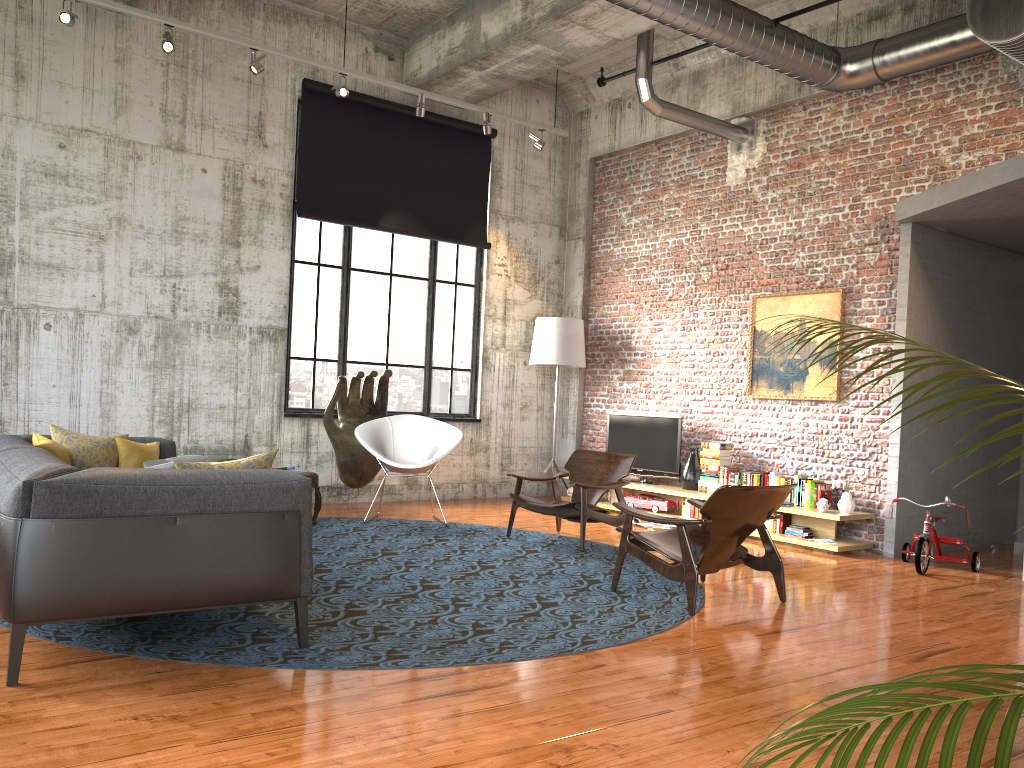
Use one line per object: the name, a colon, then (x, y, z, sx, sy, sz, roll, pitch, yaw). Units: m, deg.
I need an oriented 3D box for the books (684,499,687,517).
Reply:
books: (1.888, 1.314, 9.407, 0.140, 0.194, 0.023, 3, 1, -36)

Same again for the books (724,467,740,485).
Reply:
books: (2.260, 1.004, 9.134, 0.198, 0.284, 0.040, 3, 1, -36)

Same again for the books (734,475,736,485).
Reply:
books: (2.324, 1.036, 9.021, 0.161, 0.223, 0.027, 3, 1, -36)

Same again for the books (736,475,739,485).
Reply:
books: (2.333, 1.036, 8.995, 0.161, 0.223, 0.026, 3, 1, -36)

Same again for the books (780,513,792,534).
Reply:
books: (2.610, 1.330, 8.448, 0.138, 0.191, 0.026, 3, 1, -36)

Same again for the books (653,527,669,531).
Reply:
books: (1.475, 1.415, 8.660, 0.189, 0.022, 0.133, 2, -1, 15)

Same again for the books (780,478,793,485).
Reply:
books: (2.673, 1.037, 8.614, 0.171, 0.246, 0.057, 3, 1, -37)

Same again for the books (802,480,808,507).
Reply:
books: (2.816, 1.039, 8.420, 0.160, 0.250, 0.026, 3, 1, -37)

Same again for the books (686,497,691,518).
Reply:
books: (1.921, 1.289, 9.379, 0.171, 0.246, 0.057, 3, 1, -36)

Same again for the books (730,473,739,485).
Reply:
books: (2.300, 1.027, 9.048, 0.175, 0.240, 0.045, 3, 1, -36)

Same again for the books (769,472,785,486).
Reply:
books: (2.604, 1.014, 8.713, 0.176, 0.291, 0.053, 2, 1, -37)

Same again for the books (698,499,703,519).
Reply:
books: (2.013, 1.307, 9.244, 0.148, 0.213, 0.049, 3, 1, -36)

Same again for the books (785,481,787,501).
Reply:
books: (2.696, 1.049, 8.580, 0.161, 0.223, 0.027, 3, 1, -37)

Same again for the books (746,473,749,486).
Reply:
books: (2.417, 1.024, 8.904, 0.160, 0.251, 0.032, 3, 1, -36)

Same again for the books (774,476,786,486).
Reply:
books: (2.628, 1.033, 8.678, 0.183, 0.253, 0.034, 3, 1, -37)

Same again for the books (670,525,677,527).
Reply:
books: (1.768, 1.419, 8.847, 0.237, 0.028, 0.299, 4, -1, -38)

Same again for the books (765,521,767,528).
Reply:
books: (2.498, 1.331, 8.602, 0.129, 0.186, 0.043, 3, 1, -36)

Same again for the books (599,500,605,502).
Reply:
books: (0.989, 1.381, 10.520, 0.211, 0.020, 0.162, 2, -1, 21)

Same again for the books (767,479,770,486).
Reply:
books: (2.571, 1.046, 8.740, 0.161, 0.223, 0.026, 3, 1, -37)

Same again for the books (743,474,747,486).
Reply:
books: (2.396, 1.026, 8.929, 0.171, 0.246, 0.032, 3, 1, -36)

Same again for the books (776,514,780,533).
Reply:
books: (2.588, 1.335, 8.493, 0.132, 0.181, 0.034, 3, 1, -36)

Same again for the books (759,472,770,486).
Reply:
books: (2.544, 1.016, 8.807, 0.198, 0.284, 0.066, 3, 1, -37)

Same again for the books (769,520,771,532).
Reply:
books: (2.536, 1.329, 8.553, 0.138, 0.191, 0.026, 3, 1, -36)

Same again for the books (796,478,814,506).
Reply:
books: (2.794, 1.034, 8.456, 0.180, 0.259, 0.060, 3, 1, -37)

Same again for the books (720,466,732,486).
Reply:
books: (2.221, 1.000, 9.158, 0.176, 0.291, 0.044, 2, 1, -36)

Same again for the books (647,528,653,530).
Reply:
books: (1.465, 1.454, 8.869, 0.189, 0.012, 0.133, 4, -1, -39)

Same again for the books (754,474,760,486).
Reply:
books: (2.476, 1.024, 8.819, 0.183, 0.254, 0.034, 3, 1, -36)

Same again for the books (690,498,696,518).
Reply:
books: (1.950, 1.287, 9.334, 0.153, 0.252, 0.046, 2, 1, -36)

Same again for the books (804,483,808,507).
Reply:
books: (2.832, 1.053, 8.400, 0.161, 0.223, 0.027, 3, 1, -37)

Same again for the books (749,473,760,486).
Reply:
books: (2.439, 1.021, 8.879, 0.180, 0.259, 0.034, 3, 1, -36)

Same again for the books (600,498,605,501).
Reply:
books: (0.990, 1.361, 10.511, 0.166, 0.021, 0.211, 2, -1, 29)

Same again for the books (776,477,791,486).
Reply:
books: (2.644, 1.033, 8.649, 0.183, 0.253, 0.034, 3, 1, -37)

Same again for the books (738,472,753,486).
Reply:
books: (2.363, 1.022, 8.979, 0.183, 0.254, 0.034, 3, 1, -36)

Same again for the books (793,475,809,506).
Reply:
books: (2.768, 1.018, 8.495, 0.176, 0.291, 0.036, 2, 1, -37)

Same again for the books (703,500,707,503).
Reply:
books: (2.036, 1.306, 9.216, 0.139, 0.217, 0.022, 3, 1, -36)

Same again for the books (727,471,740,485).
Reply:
books: (2.272, 1.021, 9.103, 0.160, 0.251, 0.026, 3, 1, -36)

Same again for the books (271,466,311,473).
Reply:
books: (-2.029, 0.790, 8.139, 0.228, 0.043, 0.300, 2, -1, 28)

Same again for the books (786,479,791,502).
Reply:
books: (2.724, 1.042, 8.556, 0.175, 0.240, 0.045, 3, 1, -37)

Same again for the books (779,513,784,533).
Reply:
books: (2.598, 1.331, 8.468, 0.121, 0.189, 0.019, 3, 1, -36)

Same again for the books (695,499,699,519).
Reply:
books: (1.984, 1.309, 9.278, 0.151, 0.208, 0.039, 3, 1, -36)

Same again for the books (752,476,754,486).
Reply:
books: (2.468, 1.036, 8.857, 0.168, 0.231, 0.037, 3, 1, -36)

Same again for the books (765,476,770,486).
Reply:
books: (2.559, 1.032, 8.761, 0.160, 0.250, 0.026, 3, 1, -37)

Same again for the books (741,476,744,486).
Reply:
books: (2.379, 1.037, 8.954, 0.161, 0.223, 0.027, 3, 1, -36)

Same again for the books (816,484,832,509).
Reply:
books: (2.920, 1.051, 8.296, 0.168, 0.231, 0.037, 3, 1, -37)

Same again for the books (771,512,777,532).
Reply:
books: (2.549, 1.329, 8.531, 0.138, 0.191, 0.026, 3, 1, -36)

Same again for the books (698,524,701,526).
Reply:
books: (1.748, 1.390, 8.818, 0.262, 0.028, 0.320, 3, -1, -26)

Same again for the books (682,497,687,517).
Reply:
books: (1.873, 1.302, 9.423, 0.139, 0.217, 0.022, 3, 1, -36)

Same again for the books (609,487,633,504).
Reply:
books: (1.256, 1.290, 10.221, 0.174, 0.218, 0.232, 3, 0, -36)

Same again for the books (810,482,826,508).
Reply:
books: (2.880, 1.046, 8.349, 0.175, 0.240, 0.045, 3, 1, -37)

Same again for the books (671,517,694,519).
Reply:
books: (1.722, 1.359, 8.811, 0.236, 0.035, 0.296, 3, -1, -34)

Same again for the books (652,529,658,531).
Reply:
books: (1.477, 1.442, 8.657, 0.182, 0.030, 0.128, 3, -1, -14)

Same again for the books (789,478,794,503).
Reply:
books: (2.739, 1.035, 8.518, 0.183, 0.253, 0.034, 3, 1, -37)

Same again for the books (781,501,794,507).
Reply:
books: (2.497, 1.129, 8.425, 0.214, 0.040, 0.316, 3, -1, -36)

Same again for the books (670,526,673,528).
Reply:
books: (1.780, 1.454, 8.844, 0.237, 0.040, 0.320, 3, -1, -34)

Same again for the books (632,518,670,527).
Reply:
books: (1.394, 1.424, 9.153, 0.300, 0.049, 0.422, 3, -1, -22)

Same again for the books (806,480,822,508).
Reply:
books: (2.857, 1.038, 8.381, 0.183, 0.253, 0.034, 3, 1, -37)

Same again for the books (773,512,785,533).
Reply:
books: (2.566, 1.330, 8.513, 0.138, 0.191, 0.026, 3, 1, -36)

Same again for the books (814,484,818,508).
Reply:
books: (2.892, 1.054, 8.314, 0.161, 0.223, 0.026, 3, 1, -37)
